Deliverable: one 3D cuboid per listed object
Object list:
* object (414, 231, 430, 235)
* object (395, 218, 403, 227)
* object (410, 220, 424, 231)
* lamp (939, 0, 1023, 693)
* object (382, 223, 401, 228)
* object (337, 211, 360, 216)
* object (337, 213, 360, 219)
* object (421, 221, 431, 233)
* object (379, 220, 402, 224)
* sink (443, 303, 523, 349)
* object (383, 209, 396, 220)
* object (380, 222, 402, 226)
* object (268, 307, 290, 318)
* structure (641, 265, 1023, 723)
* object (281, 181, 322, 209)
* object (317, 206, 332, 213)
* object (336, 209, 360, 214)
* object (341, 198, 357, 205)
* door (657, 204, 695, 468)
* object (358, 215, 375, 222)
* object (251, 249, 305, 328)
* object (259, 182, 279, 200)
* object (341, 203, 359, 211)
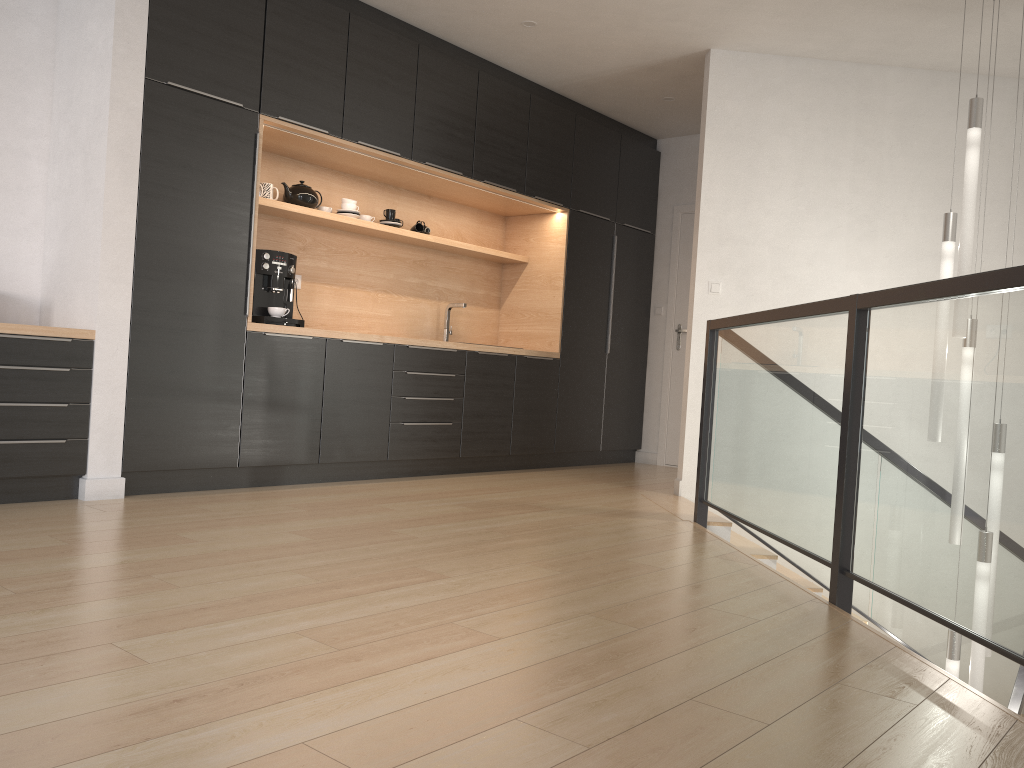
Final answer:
[{"bbox_3d":[-0.624,-1.004,5.959,0.145,0.025,0.145,4,1,43],"label":"object"},{"bbox_3d":[-0.770,-1.046,5.871,0.066,0.092,0.084,3,1,-44],"label":"object"},{"bbox_3d":[-0.640,-1.049,5.941,0.066,0.093,0.100,3,1,-35],"label":"object"},{"bbox_3d":[2.266,-1.070,4.217,0.359,6.725,0.359,4,1,-13],"label":"lamp"},{"bbox_3d":[-0.787,-1.012,5.726,0.145,0.025,0.145,3,1,-36],"label":"object"},{"bbox_3d":[-1.003,-1.033,5.440,0.145,0.025,0.145,4,1,27],"label":"object"},{"bbox_3d":[-1.005,-1.022,5.437,0.145,0.025,0.145,4,1,27],"label":"object"},{"bbox_3d":[-0.593,-1.052,5.984,0.066,0.093,0.100,3,1,-40],"label":"object"},{"bbox_3d":[-0.786,-1.036,5.725,0.145,0.025,0.145,3,1,-36],"label":"object"},{"bbox_3d":[-0.310,-0.299,6.139,0.512,0.518,0.626,4,1,40],"label":"sink"},{"bbox_3d":[-0.787,-1.078,5.719,0.066,0.092,0.084,4,1,9],"label":"object"},{"bbox_3d":[-0.783,-1.024,5.726,0.145,0.025,0.145,3,1,-36],"label":"object"},{"bbox_3d":[-1.249,-0.376,4.712,0.099,0.057,0.095,4,1,43],"label":"object"},{"bbox_3d":[2.272,1.954,3.383,2.823,4.339,4.190,4,1,-5],"label":"structure"},{"bbox_3d":[-1.235,-1.107,5.212,0.240,0.171,0.213,4,1,-13],"label":"object"},{"bbox_3d":[-1.144,-1.046,5.413,0.099,0.057,0.095,4,1,-3],"label":"object"},{"bbox_3d":[-1.003,-1.046,5.437,0.145,0.025,0.145,4,1,27],"label":"object"},{"bbox_3d":[-1.000,-1.105,5.437,0.095,0.075,0.098,3,1,-38],"label":"object"},{"bbox_3d":[1.633,-0.368,6.973,0.974,2.136,0.085,4,1,40],"label":"door"},{"bbox_3d":[-0.945,-1.046,5.672,0.099,0.057,0.095,4,1,38],"label":"object"},{"bbox_3d":[-1.284,-0.513,4.971,0.584,0.398,0.618,4,1,40],"label":"object"},{"bbox_3d":[-1.456,-1.084,4.945,0.112,0.105,0.297,4,1,42],"label":"object"},{"bbox_3d":[-1.002,-1.071,5.441,0.095,0.057,0.099,4,1,12],"label":"object"}]
